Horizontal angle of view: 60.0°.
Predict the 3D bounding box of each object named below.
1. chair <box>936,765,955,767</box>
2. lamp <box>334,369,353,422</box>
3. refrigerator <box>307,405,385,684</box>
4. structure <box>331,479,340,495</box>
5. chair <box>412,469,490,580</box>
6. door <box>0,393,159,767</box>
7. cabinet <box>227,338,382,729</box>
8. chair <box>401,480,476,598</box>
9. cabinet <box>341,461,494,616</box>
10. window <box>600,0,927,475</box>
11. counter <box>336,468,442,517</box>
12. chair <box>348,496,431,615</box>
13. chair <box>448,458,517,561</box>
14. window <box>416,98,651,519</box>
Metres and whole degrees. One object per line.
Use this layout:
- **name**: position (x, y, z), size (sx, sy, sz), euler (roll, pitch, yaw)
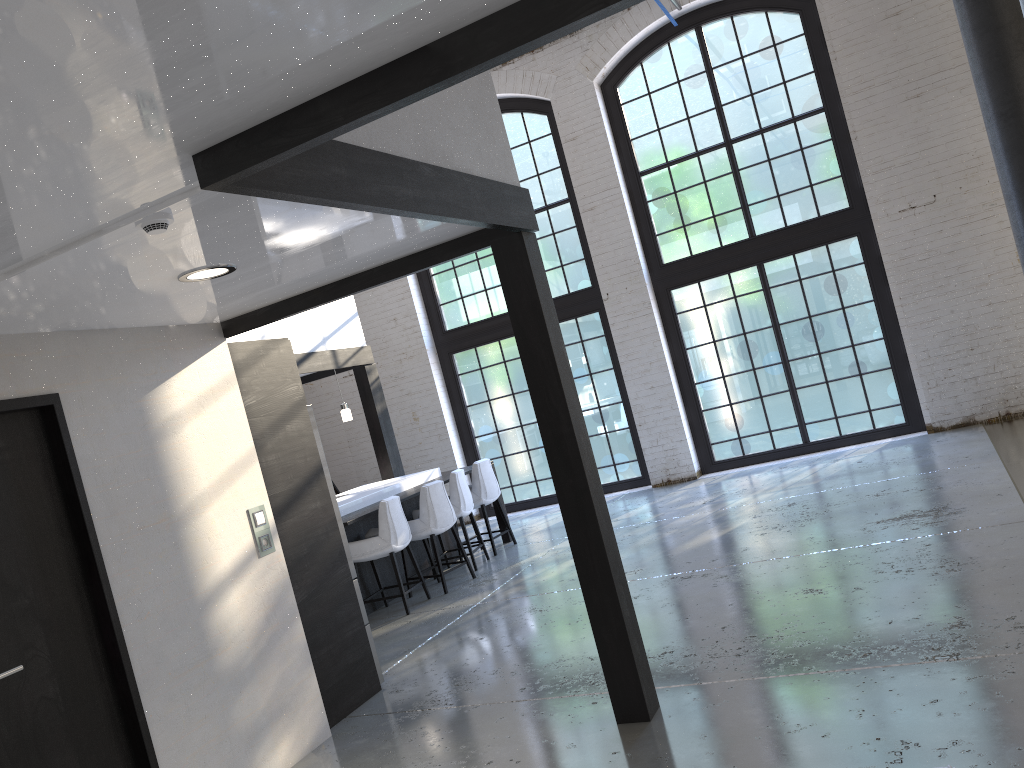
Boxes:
- **chair**: position (0.237, 1.137, 1.129), size (1.008, 0.785, 1.024), euler (-15, 0, 16)
- **lamp**: position (-2.561, 0.293, 9.480), size (1.951, 0.623, 0.123), euler (-15, 0, 25)
- **refrigerator**: position (-1.503, 1.116, 5.264), size (0.854, 1.772, 0.819), euler (-15, 0, 25)
- **structure**: position (-3.043, 0.866, 11.041), size (0.930, 3.186, 1.660), euler (-15, 0, 25)
- **chair**: position (-0.590, 1.341, 8.492), size (0.502, 0.984, 0.578), euler (-15, 0, 16)
- **door**: position (-1.906, 1.098, 3.454), size (0.272, 2.058, 0.749), euler (-15, 0, 25)
- **cabinet**: position (-2.333, 1.106, 7.585), size (4.281, 2.315, 4.225), euler (-15, 0, 25)
- **chair**: position (-0.732, 1.375, 7.857), size (0.502, 0.984, 0.578), euler (-15, 0, 36)
- **cabinet**: position (-1.231, 1.547, 8.463), size (1.372, 0.910, 2.687), euler (-15, 0, 25)
- **window**: position (2.705, -1.676, 9.982), size (2.494, 5.180, 0.137), euler (-15, 1, 25)
- **counter**: position (-1.629, 1.137, 8.322), size (0.978, 0.095, 2.289), euler (-15, 0, 25)
- **chair**: position (-1.074, 1.462, 7.414), size (0.502, 0.984, 0.578), euler (-15, 0, 21)
- **chair**: position (-0.354, 1.283, 9.030), size (0.502, 0.984, 0.578), euler (-15, 0, 31)
- **window**: position (0.061, -0.969, 11.253), size (2.494, 5.180, 0.137), euler (-15, 1, 25)
